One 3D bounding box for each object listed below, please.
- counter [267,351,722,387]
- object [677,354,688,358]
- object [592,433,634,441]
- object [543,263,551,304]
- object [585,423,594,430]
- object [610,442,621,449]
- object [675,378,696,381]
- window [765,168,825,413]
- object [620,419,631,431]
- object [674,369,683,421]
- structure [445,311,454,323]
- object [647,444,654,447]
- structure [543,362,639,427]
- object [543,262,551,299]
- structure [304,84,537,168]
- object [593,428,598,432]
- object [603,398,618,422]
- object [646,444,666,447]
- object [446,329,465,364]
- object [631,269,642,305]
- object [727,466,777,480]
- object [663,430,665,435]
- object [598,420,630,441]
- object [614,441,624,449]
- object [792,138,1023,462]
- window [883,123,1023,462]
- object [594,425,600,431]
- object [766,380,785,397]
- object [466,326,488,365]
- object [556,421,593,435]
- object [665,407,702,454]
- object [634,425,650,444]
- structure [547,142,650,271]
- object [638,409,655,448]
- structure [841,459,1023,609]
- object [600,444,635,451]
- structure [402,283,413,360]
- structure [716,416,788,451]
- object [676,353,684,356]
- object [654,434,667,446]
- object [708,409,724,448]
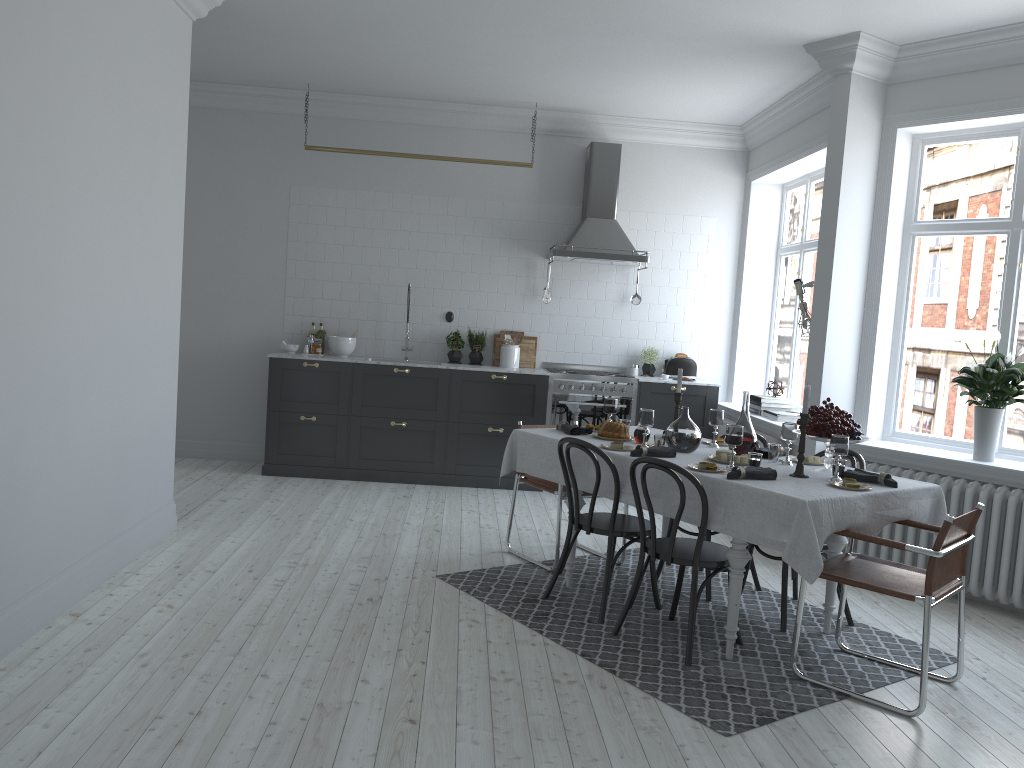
[{"bbox_3d":[-0.139,-0.137,7.900,3.902,0.020,0.624,4,4,-3],"label":"counter"},{"bbox_3d":[1.555,-0.221,8.122,0.107,0.110,0.010,4,4,1],"label":"object"},{"bbox_3d":[0.585,0.305,5.077,0.251,0.018,0.251,4,4,-3],"label":"object"},{"bbox_3d":[0.327,-0.915,8.058,0.074,0.381,0.076,2,5,-23],"label":"object"},{"bbox_3d":[0.473,0.261,5.388,0.038,0.041,0.057,7,5,30],"label":"object"},{"bbox_3d":[0.547,0.323,4.664,0.057,0.037,0.021,3,5,-13],"label":"object"},{"bbox_3d":[1.536,-0.036,7.907,0.209,0.011,0.209,7,5,34],"label":"object"},{"bbox_3d":[2.491,-0.747,7.348,0.061,2.080,1.716,4,4,-3],"label":"window"},{"bbox_3d":[0.664,0.259,5.230,0.066,0.094,0.066,3,5,-14],"label":"object"},{"bbox_3d":[0.920,0.130,4.931,0.089,0.432,0.089,5,5,19],"label":"object"},{"bbox_3d":[-0.572,-0.615,8.137,0.079,0.103,0.032,4,4,-3],"label":"structure"},{"bbox_3d":[0.778,0.326,4.847,0.031,0.031,0.167,7,5,32],"label":"object"},{"bbox_3d":[0.660,0.390,7.971,0.779,1.096,0.651,4,4,-3],"label":"structure"},{"bbox_3d":[0.326,-0.942,8.089,0.066,0.332,0.024,4,4,2],"label":"object"},{"bbox_3d":[-0.785,-2.220,7.634,1.988,0.556,0.053,4,4,-3],"label":"structure"},{"bbox_3d":[0.500,0.278,5.381,0.182,0.013,0.182,4,4,-3],"label":"object"},{"bbox_3d":[0.580,0.192,5.267,0.083,0.215,0.083,4,4,1],"label":"object"},{"bbox_3d":[0.786,0.339,4.865,0.075,0.009,0.150,7,5,32],"label":"object"},{"bbox_3d":[-0.520,-0.342,8.056,0.172,0.311,0.179,5,4,8],"label":"object"},{"bbox_3d":[1.147,-0.888,8.126,0.101,0.331,0.030,5,4,7],"label":"object"},{"bbox_3d":[1.093,0.402,4.006,0.165,0.061,0.247,7,5,36],"label":"object"},{"bbox_3d":[1.007,0.297,5.290,0.165,0.061,0.247,7,5,36],"label":"object"},{"bbox_3d":[0.579,0.264,5.067,0.191,0.105,0.164,5,5,16],"label":"object"},{"bbox_3d":[0.563,0.322,4.692,0.057,0.037,0.021,5,5,15],"label":"object"},{"bbox_3d":[-8.900,-1.588,2.894,72.085,19.432,33.873,1,6,-38],"label":"object"},{"bbox_3d":[3.272,-0.524,5.162,0.061,2.080,2.079,0,6,-41],"label":"window"},{"bbox_3d":[0.526,0.267,5.368,0.036,0.039,0.051,7,5,36],"label":"object"},{"bbox_3d":[2.179,0.038,7.338,0.147,0.148,0.147,3,4,-12],"label":"object"},{"bbox_3d":[-0.323,-0.356,8.051,0.186,0.367,0.196,8,6,41],"label":"object"},{"bbox_3d":[0.326,0.258,5.192,0.247,0.061,0.165,7,5,36],"label":"object"},{"bbox_3d":[0.908,0.243,4.692,0.194,0.245,0.194,2,5,-20],"label":"object"},{"bbox_3d":[0.726,0.282,4.948,0.091,0.101,0.091,8,6,42],"label":"object"},{"bbox_3d":[0.795,-1.584,7.858,0.843,1.079,0.567,4,4,-3],"label":"structure"},{"bbox_3d":[0.710,0.243,4.712,0.083,0.215,0.083,4,4,1],"label":"object"},{"bbox_3d":[2.693,0.938,5.216,0.245,0.753,1.710,0,6,-40],"label":"structure"},{"bbox_3d":[0.556,0.336,4.674,0.182,0.013,0.182,5,4,12],"label":"object"},{"bbox_3d":[-0.926,-0.549,7.903,0.100,0.692,0.266,4,4,-3],"label":"structure"},{"bbox_3d":[1.906,0.715,7.410,0.245,0.753,1.673,4,4,-3],"label":"structure"},{"bbox_3d":[1.558,-0.231,8.198,0.107,0.110,0.010,4,4,1],"label":"object"},{"bbox_3d":[0.773,0.312,4.647,0.066,0.094,0.066,3,5,-14],"label":"object"},{"bbox_3d":[1.146,0.252,4.995,0.083,0.215,0.083,4,4,1],"label":"object"}]
